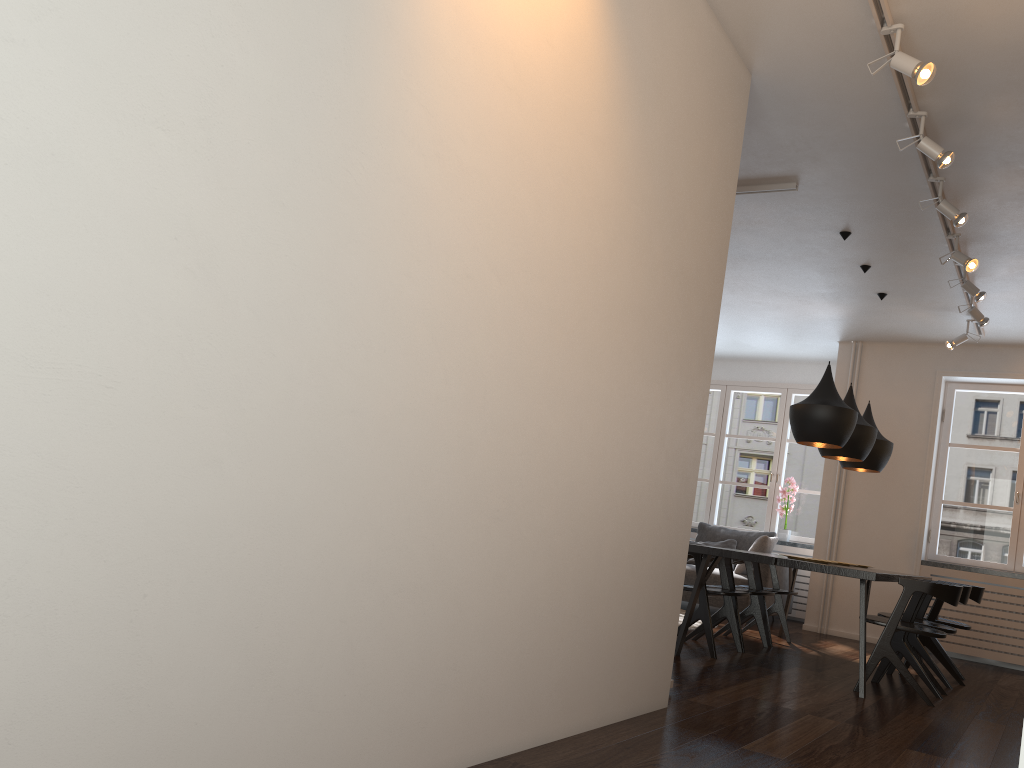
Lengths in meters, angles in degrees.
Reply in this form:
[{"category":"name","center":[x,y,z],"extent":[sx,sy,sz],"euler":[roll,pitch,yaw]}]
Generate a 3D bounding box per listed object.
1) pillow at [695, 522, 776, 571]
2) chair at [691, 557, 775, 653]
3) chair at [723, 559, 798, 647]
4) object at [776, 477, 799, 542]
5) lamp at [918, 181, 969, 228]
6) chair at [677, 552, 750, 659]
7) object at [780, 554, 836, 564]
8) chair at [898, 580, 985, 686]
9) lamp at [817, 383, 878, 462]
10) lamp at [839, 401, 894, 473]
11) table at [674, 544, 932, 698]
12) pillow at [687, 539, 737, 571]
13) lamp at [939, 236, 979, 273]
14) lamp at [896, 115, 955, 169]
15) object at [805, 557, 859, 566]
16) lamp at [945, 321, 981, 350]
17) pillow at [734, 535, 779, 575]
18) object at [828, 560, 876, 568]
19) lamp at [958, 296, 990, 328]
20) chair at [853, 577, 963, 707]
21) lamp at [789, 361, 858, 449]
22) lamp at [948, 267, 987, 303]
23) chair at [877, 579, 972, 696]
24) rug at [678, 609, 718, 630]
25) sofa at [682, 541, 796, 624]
[{"category":"pillow","center":[2.269,1.711,9.166],"extent":[0.834,0.474,0.277],"euler":[4,-6,33]},{"category":"chair","center":[1.601,1.536,6.358],"extent":[0.518,0.667,0.599],"euler":[5,-7,33]},{"category":"chair","center":[1.953,1.669,6.936],"extent":[0.518,0.667,0.599],"euler":[5,-6,31]},{"category":"object","center":[2.906,1.325,9.395],"extent":[0.200,0.687,0.300],"euler":[8,-4,12]},{"category":"lamp","center":[2.244,-0.940,4.584],"extent":[0.250,0.238,0.085],"euler":[8,-4,3]},{"category":"chair","center":[1.281,1.417,5.841],"extent":[0.518,0.667,0.599],"euler":[5,-6,31]},{"category":"object","center":[1.865,1.107,5.571],"extent":[0.355,0.016,0.359],"euler":[3,-10,36]},{"category":"chair","center":[3.009,1.727,6.240],"extent":[0.518,0.667,0.599],"euler":[6,-6,29]},{"category":"lamp","center":[2.342,0.257,6.185],"extent":[0.410,0.538,0.414],"euler":[8,-5,9]},{"category":"lamp","center":[2.707,0.393,6.774],"extent":[0.413,0.538,0.411],"euler":[11,-6,-24]},{"category":"table","center":[2.122,1.575,6.118],"extent":[1.103,0.675,2.526],"euler":[4,-9,32]},{"category":"pillow","center":[2.033,1.716,9.024],"extent":[0.491,0.319,0.448],"euler":[7,-7,14]},{"category":"lamp","center":[2.893,-0.038,4.531],"extent":[0.089,1.836,1.837],"euler":[10,-6,-23]},{"category":"lamp","center":[1.853,-1.086,3.949],"extent":[0.250,0.238,0.086],"euler":[8,-4,8]},{"category":"object","center":[2.214,1.237,6.134],"extent":[0.355,0.016,0.359],"euler":[6,-8,13]},{"category":"lamp","center":[3.626,-0.383,7.104],"extent":[0.250,0.238,0.086],"euler":[6,-5,19]},{"category":"pillow","center":[2.368,1.659,8.560],"extent":[0.285,0.412,0.499],"euler":[5,-7,31]},{"category":"object","center":[2.562,1.368,6.697],"extent":[0.355,0.016,0.359],"euler":[3,-10,36]},{"category":"lamp","center":[3.315,-0.538,6.333],"extent":[0.252,0.237,0.085],"euler":[10,-5,-17]},{"category":"chair","center":[2.297,1.469,5.143],"extent":[0.518,0.667,0.599],"euler":[5,-6,32]},{"category":"lamp","center":[1.978,0.121,5.597],"extent":[0.412,0.538,0.412],"euler":[9,-5,-10]},{"category":"lamp","center":[2.988,-0.661,5.789],"extent":[0.251,0.238,0.085],"euler":[9,-4,-1]},{"category":"chair","center":[2.614,1.587,5.656],"extent":[0.518,0.667,0.599],"euler":[5,-6,31]},{"category":"rug","center":[0.393,1.910,7.917],"extent":[2.831,0.012,2.864],"euler":[7,-8,12]},{"category":"sofa","center":[1.048,1.808,8.877],"extent":[3.058,0.667,2.060],"euler":[3,-9,32]}]
